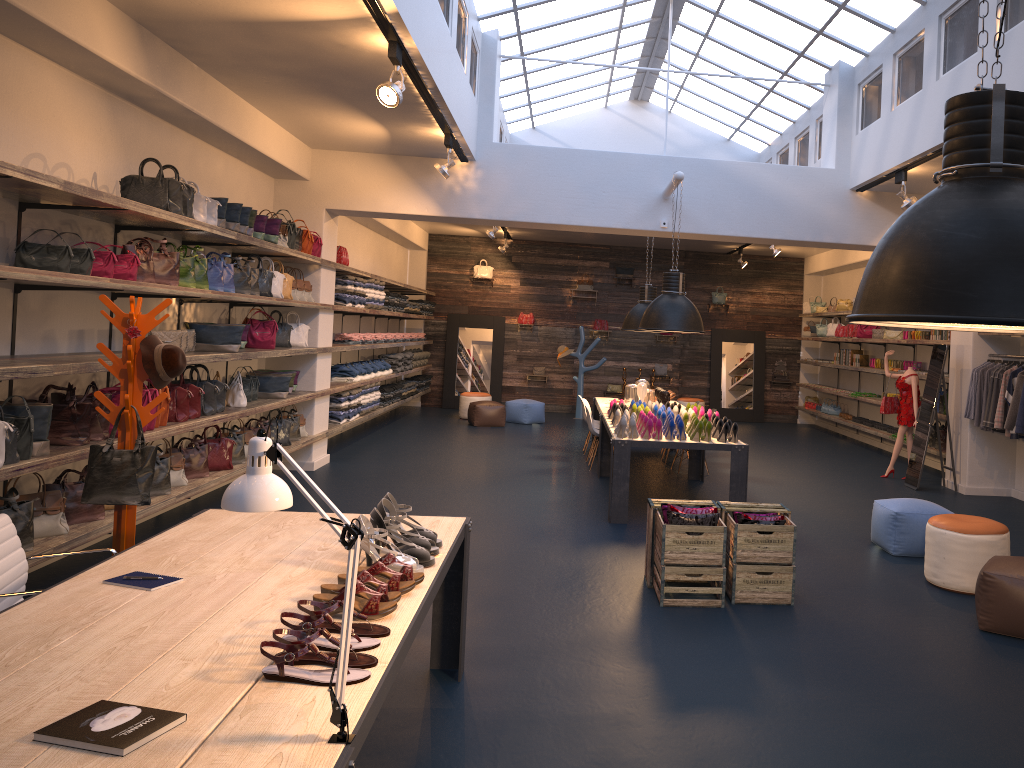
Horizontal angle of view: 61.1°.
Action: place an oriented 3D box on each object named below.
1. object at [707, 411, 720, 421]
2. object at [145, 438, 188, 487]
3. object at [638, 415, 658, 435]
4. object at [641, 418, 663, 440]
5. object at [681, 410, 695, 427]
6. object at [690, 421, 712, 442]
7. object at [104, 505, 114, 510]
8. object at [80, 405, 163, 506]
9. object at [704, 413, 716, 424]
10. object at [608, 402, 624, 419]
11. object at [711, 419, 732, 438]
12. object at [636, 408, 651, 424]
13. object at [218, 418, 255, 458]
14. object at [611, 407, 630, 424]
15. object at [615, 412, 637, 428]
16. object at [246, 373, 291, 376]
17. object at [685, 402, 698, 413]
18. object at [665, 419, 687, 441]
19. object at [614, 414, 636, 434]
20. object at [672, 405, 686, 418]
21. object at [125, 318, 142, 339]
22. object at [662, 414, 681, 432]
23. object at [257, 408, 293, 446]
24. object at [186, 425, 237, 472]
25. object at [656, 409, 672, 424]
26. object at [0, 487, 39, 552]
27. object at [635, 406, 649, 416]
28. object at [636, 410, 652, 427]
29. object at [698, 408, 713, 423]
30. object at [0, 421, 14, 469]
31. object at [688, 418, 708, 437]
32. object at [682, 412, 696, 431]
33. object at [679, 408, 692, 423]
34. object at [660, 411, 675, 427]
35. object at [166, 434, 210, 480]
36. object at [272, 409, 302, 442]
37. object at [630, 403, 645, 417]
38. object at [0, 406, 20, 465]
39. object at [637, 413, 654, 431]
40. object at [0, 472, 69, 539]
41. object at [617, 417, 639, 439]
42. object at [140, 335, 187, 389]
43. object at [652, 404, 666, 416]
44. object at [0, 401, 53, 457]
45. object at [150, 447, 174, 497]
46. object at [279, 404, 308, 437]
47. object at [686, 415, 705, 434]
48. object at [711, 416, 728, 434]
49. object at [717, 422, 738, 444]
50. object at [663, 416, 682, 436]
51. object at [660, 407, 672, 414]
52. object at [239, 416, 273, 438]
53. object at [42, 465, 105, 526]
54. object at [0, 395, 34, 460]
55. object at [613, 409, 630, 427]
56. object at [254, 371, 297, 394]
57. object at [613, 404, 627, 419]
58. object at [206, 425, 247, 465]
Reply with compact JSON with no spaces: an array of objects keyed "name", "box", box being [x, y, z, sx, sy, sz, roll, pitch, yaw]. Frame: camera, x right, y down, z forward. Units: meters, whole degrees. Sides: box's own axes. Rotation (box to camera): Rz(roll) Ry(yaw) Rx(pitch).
[{"name":"object","box":[2.074,0.373,9.052,0.205,0.195,0.238,3,2,-4]},{"name":"object","box":[-2.556,0.567,6.288,0.164,0.367,0.414,3,1,41]},{"name":"object","box":[1.293,0.385,8.168,0.203,0.195,0.240,3,2,0]},{"name":"object","box":[1.279,0.402,7.883,0.205,0.195,0.238,3,2,-3]},{"name":"object","box":[1.827,0.360,9.041,0.203,0.195,0.240,3,2,0]},{"name":"object","box":[1.735,0.425,7.929,0.207,0.195,0.236,3,2,-7]},{"name":"object","box":[-2.532,0.599,5.570,0.178,0.386,0.458,3,1,37]},{"name":"object","box":[-2.024,0.375,4.492,0.374,0.524,0.202,3,0,4]},{"name":"object","box":[2.001,0.385,8.791,0.199,0.195,0.246,3,2,8]},{"name":"object","box":[1.160,0.293,9.518,0.203,0.195,0.240,3,2,0]},{"name":"object","box":[1.998,0.420,8.229,0.203,0.195,0.240,3,2,0]},{"name":"object","box":[1.362,0.338,8.976,0.203,0.195,0.240,3,2,0]},{"name":"object","box":[-2.467,0.481,7.739,0.164,0.367,0.414,3,1,41]},{"name":"object","box":[1.136,0.325,8.986,0.206,0.195,0.237,3,2,-5]},{"name":"object","box":[1.112,0.360,8.413,0.211,0.195,0.232,3,2,-14]},{"name":"object","box":[-2.407,0.013,8.576,0.448,0.232,0.165,2,1,-30]},{"name":"object","box":[2.089,0.306,10.136,0.203,0.195,0.240,3,2,0]},{"name":"object","box":[1.499,0.412,7.927,0.199,0.195,0.246,3,2,7]},{"name":"object","box":[1.068,0.375,8.134,0.208,0.195,0.235,3,2,-9]},{"name":"object","box":[1.826,0.326,9.575,0.206,0.195,0.238,3,2,-5]},{"name":"object","box":[-1.969,-0.290,4.517,0.082,0.112,0.062,3,0,-21]},{"name":"object","box":[1.567,0.381,8.477,0.205,0.195,0.239,3,2,-3]},{"name":"object","box":[-2.343,0.422,8.557,0.179,0.386,0.457,3,1,34]},{"name":"object","box":[-2.442,0.510,7.053,0.178,0.386,0.458,3,1,37]},{"name":"object","box":[1.584,0.346,9.042,0.210,0.195,0.241,3,2,-1]},{"name":"object","box":[-2.590,0.698,4.388,0.200,0.339,0.406,4,2,41]},{"name":"object","box":[1.389,0.322,9.265,0.203,0.195,0.240,3,2,0]},{"name":"object","box":[1.342,0.355,8.699,0.199,0.195,0.246,3,2,7]},{"name":"object","box":[2.079,0.355,9.334,0.199,0.195,0.245,3,2,6]},{"name":"object","box":[-2.562,0.215,4.010,0.453,0.386,0.180,2,0,-25]},{"name":"object","box":[1.769,0.409,8.201,0.203,0.195,0.240,3,2,0]},{"name":"object","box":[1.776,0.376,8.738,0.203,0.195,0.240,3,2,0]},{"name":"object","box":[1.861,0.344,9.321,0.203,0.195,0.240,3,2,0]},{"name":"object","box":[1.555,0.364,8.735,0.203,0.195,0.240,3,2,0]},{"name":"object","box":[-2.470,0.561,6.672,0.200,0.339,0.405,4,2,37]},{"name":"object","box":[-2.312,0.427,8.950,0.200,0.339,0.406,4,2,41]},{"name":"object","box":[1.383,0.303,9.555,0.202,0.195,0.243,3,2,3]},{"name":"object","box":[-2.595,0.237,4.275,0.336,0.309,0.156,3,0,5]},{"name":"object","box":[1.315,0.370,8.437,0.201,0.195,0.244,3,2,4]},{"name":"object","box":[-2.649,0.659,4.751,0.164,0.367,0.414,3,1,41]},{"name":"object","box":[1.050,0.392,7.850,0.200,0.195,0.244,3,2,5]},{"name":"object","box":[-1.858,-0.115,4.673,0.181,0.290,0.274,3,1,7]},{"name":"object","box":[1.616,0.315,9.578,0.203,0.195,0.240,3,2,0]},{"name":"object","box":[-2.576,0.237,4.547,0.323,0.285,0.191,4,1,17]},{"name":"object","box":[-2.494,0.605,5.961,0.200,0.339,0.406,4,2,41]},{"name":"object","box":[-2.374,0.390,9.276,0.164,0.367,0.414,3,1,41]},{"name":"object","box":[1.803,0.395,8.460,0.206,0.195,0.237,3,2,-5]},{"name":"object","box":[2.031,0.404,8.509,0.203,0.195,0.240,3,2,0]},{"name":"object","box":[1.984,0.437,7.948,0.203,0.195,0.240,3,2,0]},{"name":"object","box":[1.533,0.395,8.217,0.203,0.195,0.240,3,2,0]},{"name":"object","box":[1.630,0.333,9.304,0.203,0.195,0.240,3,2,0]},{"name":"object","box":[-2.382,0.475,8.119,0.200,0.339,0.405,4,2,37]},{"name":"object","box":[-2.564,0.652,5.131,0.200,0.339,0.405,4,2,37]},{"name":"object","box":[-2.546,0.224,4.407,0.234,0.329,0.109,3,0,2]},{"name":"object","box":[1.110,0.341,8.714,0.198,0.195,0.246,3,2,8]},{"name":"object","box":[-2.446,-0.009,8.944,0.443,0.236,0.167,2,1,-23]},{"name":"object","box":[1.172,0.310,9.260,0.199,0.195,0.246,3,2,7]},{"name":"object","box":[-2.408,0.521,7.377,0.200,0.339,0.406,4,2,41]}]
